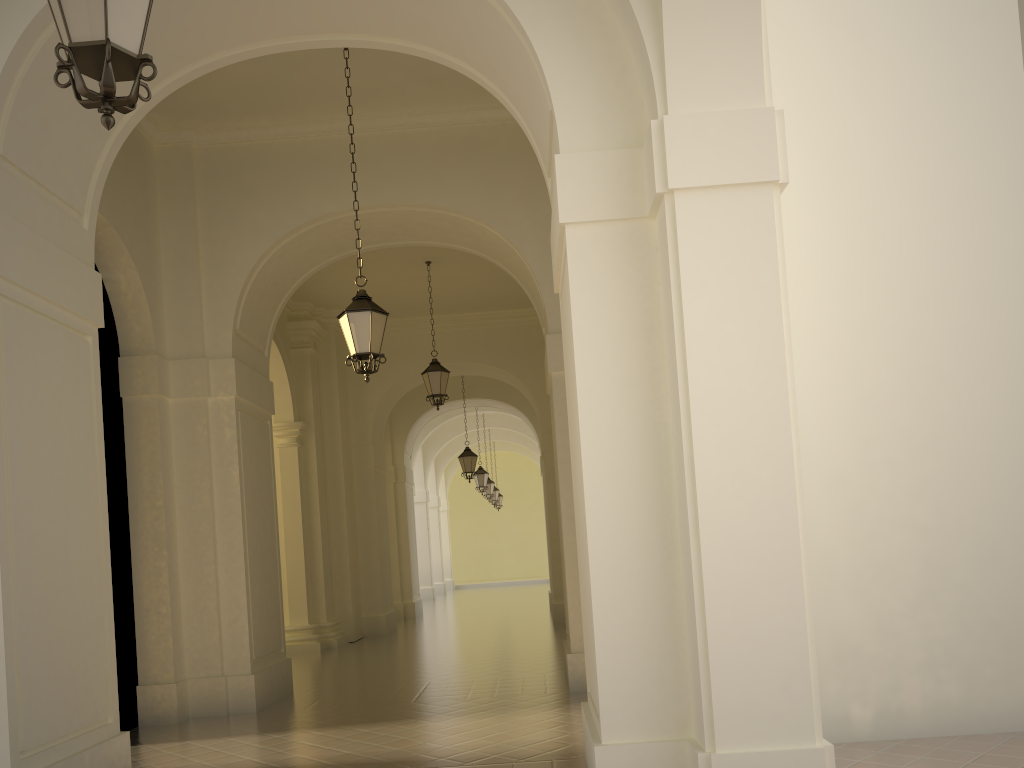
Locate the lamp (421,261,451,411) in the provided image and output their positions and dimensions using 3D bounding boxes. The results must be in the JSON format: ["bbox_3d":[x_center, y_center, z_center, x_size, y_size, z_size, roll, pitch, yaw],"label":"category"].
[{"bbox_3d":[-1.340,-0.813,14.873,0.445,2.551,0.510,-5,-2,31],"label":"lamp"}]

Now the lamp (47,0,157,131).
[{"bbox_3d":[-1.625,-2.589,3.328,0.510,3.291,0.444,-4,-2,1],"label":"lamp"}]

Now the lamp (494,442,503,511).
[{"bbox_3d":[-0.693,3.868,37.877,0.510,3.291,0.444,-4,-2,1],"label":"lamp"}]

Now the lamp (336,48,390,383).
[{"bbox_3d":[-1.488,-1.646,8.375,0.441,3.291,0.514,-3,-2,-29],"label":"lamp"}]

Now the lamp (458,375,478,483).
[{"bbox_3d":[-1.140,0.772,21.311,0.441,3.291,0.514,-3,-2,-29],"label":"lamp"}]

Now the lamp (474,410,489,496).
[{"bbox_3d":[-1.004,1.715,26.358,0.510,3.291,0.444,-4,-2,1],"label":"lamp"}]

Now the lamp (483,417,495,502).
[{"bbox_3d":[-0.899,2.443,30.252,0.510,3.291,0.444,-4,-2,1],"label":"lamp"}]

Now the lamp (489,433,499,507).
[{"bbox_3d":[-0.796,3.158,34.076,0.510,3.291,0.444,-4,-2,1],"label":"lamp"}]
